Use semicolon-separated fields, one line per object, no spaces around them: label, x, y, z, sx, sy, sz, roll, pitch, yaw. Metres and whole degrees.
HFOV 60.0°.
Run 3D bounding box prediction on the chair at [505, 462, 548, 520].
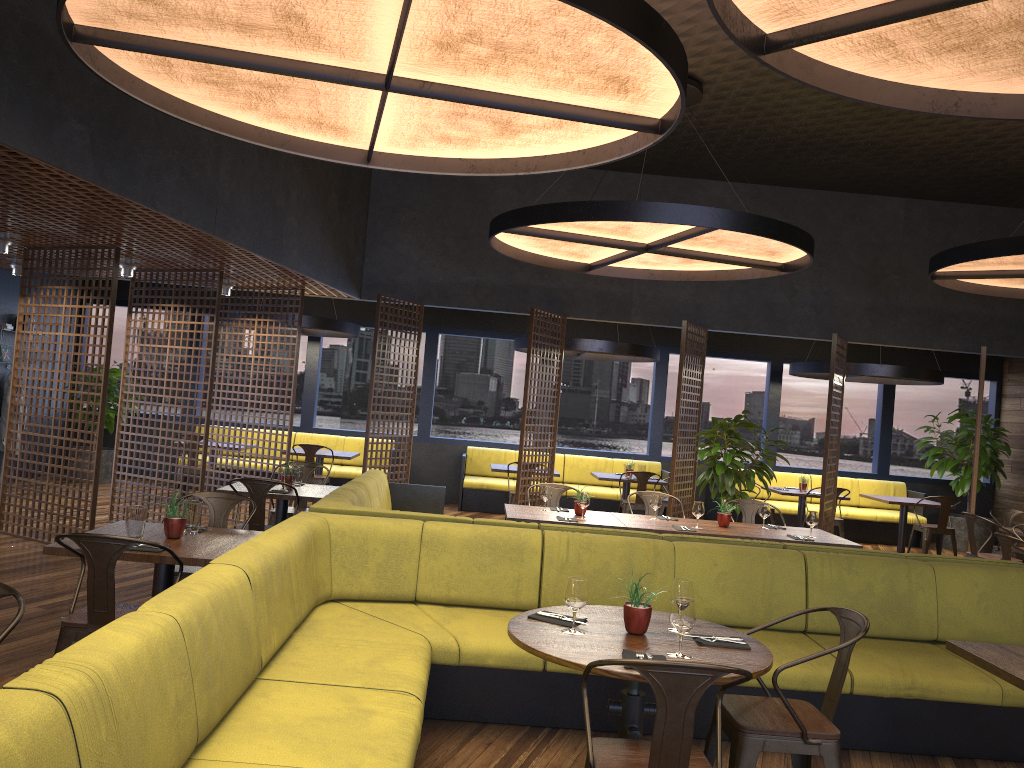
chair;0.161;1.421;11.174;0.504;0.917;0.541;5;-1;-1

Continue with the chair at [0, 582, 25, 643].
chair;-1.766;1.069;2.566;0.504;0.917;0.541;5;-1;-1

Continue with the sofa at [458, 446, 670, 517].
sofa;0.769;1.520;13.204;3.061;0.914;0.966;5;-1;-2

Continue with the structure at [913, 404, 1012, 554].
structure;6.784;1.388;13.230;1.493;2.184;1.272;5;-1;-2

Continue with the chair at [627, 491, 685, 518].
chair;1.259;1.441;7.903;0.504;0.917;0.541;5;-1;-1

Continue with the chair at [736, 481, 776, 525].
chair;3.280;1.701;12.012;0.541;0.917;0.504;5;-1;-1

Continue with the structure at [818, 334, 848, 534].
structure;3.705;0.805;10.274;0.050;2.700;0.852;4;-1;28

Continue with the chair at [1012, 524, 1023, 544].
chair;4.670;1.724;7.761;0.504;0.917;0.541;5;-1;-1

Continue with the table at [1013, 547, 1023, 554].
table;4.676;1.788;7.076;0.887;0.763;0.906;5;-1;-2

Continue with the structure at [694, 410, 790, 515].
structure;2.346;1.147;9.575;1.166;1.763;0.993;6;-1;-31

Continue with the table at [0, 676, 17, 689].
table;-1.732;1.138;1.942;0.887;0.763;0.906;5;-1;-2

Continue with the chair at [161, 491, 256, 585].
chair;-1.833;1.123;5.264;0.504;0.917;0.541;5;-1;-1

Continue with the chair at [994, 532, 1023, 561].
chair;4.084;1.657;6.986;0.541;0.917;0.504;5;-1;-1

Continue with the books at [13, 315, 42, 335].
books;-6.497;-0.797;11.929;0.177;0.245;0.450;5;-1;-2

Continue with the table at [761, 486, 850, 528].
table;3.919;1.833;11.984;0.906;0.763;0.887;5;-1;-2

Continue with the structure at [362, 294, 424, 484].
structure;-1.375;0.376;10.127;0.050;2.700;0.852;4;-1;28

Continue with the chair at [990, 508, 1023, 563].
chair;5.437;1.827;9.555;0.504;0.917;0.541;5;-1;-1

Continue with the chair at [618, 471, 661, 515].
chair;1.586;1.541;11.215;0.504;0.917;0.541;5;-1;-1

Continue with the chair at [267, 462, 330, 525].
chair;-1.938;1.174;7.949;0.504;0.917;0.541;5;-1;-1

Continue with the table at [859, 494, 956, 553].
table;5.312;1.951;12.021;0.887;0.763;0.906;5;-1;-2

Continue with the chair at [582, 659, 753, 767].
chair;0.448;1.260;2.800;0.504;0.917;0.541;5;-1;-1

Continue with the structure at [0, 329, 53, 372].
structure;-6.473;-0.437;11.690;0.293;0.563;1.220;5;-1;-2

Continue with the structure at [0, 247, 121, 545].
structure;-4.165;0.098;8.112;1.319;2.700;0.050;4;-1;28

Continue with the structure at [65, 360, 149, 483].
structure;-5.971;0.524;12.938;1.166;1.763;0.993;6;-1;-31

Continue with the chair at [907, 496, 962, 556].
chair;5.404;1.864;11.326;0.504;0.917;0.541;5;-1;-1

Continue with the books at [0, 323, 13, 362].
books;-6.492;-0.524;11.250;0.223;0.489;0.286;5;-1;-10

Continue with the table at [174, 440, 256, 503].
table;-3.951;1.168;11.752;0.887;0.763;0.906;5;-1;-2

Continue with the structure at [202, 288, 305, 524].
structure;-3.030;0.240;10.230;1.319;2.700;0.050;4;-1;28

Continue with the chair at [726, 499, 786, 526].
chair;2.156;1.516;7.929;0.504;0.917;0.541;5;-1;-1

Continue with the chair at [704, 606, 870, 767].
chair;1.056;1.325;3.438;0.541;0.917;0.504;5;-1;-1

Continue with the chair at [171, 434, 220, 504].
chair;-3.935;1.075;11.055;0.504;0.917;0.541;5;-1;-1

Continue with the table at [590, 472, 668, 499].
table;1.528;1.631;11.915;0.906;0.763;0.887;5;-1;-2

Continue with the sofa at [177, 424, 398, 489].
sofa;-3.289;1.177;13.087;3.061;0.914;0.966;5;-1;-2

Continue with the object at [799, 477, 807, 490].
object;3.988;1.369;12.172;0.102;0.178;0.102;5;-1;-16

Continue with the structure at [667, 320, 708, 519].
structure;2.011;0.662;10.225;0.050;2.700;0.852;4;-1;28

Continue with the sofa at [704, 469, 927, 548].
sofa;4.543;1.839;13.314;3.061;0.914;0.966;5;-1;-2

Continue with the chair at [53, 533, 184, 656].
chair;-1.796;1.099;4.018;0.504;0.917;0.541;5;-1;-1

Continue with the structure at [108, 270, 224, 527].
structure;-3.598;0.169;9.171;1.319;2.700;0.050;4;-1;28

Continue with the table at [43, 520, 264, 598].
table;-1.815;1.190;4.640;0.887;0.763;0.906;5;-1;-2

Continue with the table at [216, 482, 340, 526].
table;-1.902;1.243;7.338;0.887;0.763;0.906;5;-1;-2

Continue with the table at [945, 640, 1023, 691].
table;2.288;1.506;3.358;0.887;0.763;0.906;5;-1;-2

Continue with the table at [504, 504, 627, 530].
table;0.369;1.428;7.102;0.906;0.763;0.887;5;-1;-2

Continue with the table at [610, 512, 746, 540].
table;1.272;1.504;7.129;0.906;0.763;0.887;5;-1;-2

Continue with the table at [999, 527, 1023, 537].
table;5.500;1.895;8.789;0.887;0.763;0.906;5;-1;-2

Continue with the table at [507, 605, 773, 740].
table;0.454;1.353;3.416;1.007;0.760;1.007;4;-2;36

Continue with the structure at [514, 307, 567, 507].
structure;0.318;0.519;10.176;0.050;2.700;0.852;4;-1;28

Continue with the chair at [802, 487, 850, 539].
chair;3.980;1.743;11.284;0.504;0.917;0.541;5;-1;-1

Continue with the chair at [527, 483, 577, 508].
chair;0.356;1.364;7.877;0.504;0.917;0.541;5;-1;-1

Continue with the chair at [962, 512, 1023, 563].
chair;4.735;1.752;8.788;0.541;0.917;0.504;5;-1;-1

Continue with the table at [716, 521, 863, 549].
table;2.172;1.580;7.160;0.906;0.763;0.887;5;-1;-2

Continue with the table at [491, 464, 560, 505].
table;0.133;1.513;11.870;0.887;0.763;0.906;5;-1;-2

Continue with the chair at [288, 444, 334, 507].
chair;-2.511;1.195;11.096;0.504;0.917;0.541;5;-1;-1

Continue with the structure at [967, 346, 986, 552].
structure;5.398;0.949;10.323;0.050;2.700;0.852;4;-1;28

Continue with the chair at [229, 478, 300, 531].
chair;-1.900;1.150;6.723;0.504;0.917;0.541;5;-1;-1

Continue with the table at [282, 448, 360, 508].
table;-2.557;1.286;11.792;0.887;0.763;0.906;5;-1;-2

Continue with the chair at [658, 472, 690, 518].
chair;2.170;1.606;11.919;0.541;0.917;0.504;5;-1;-1
